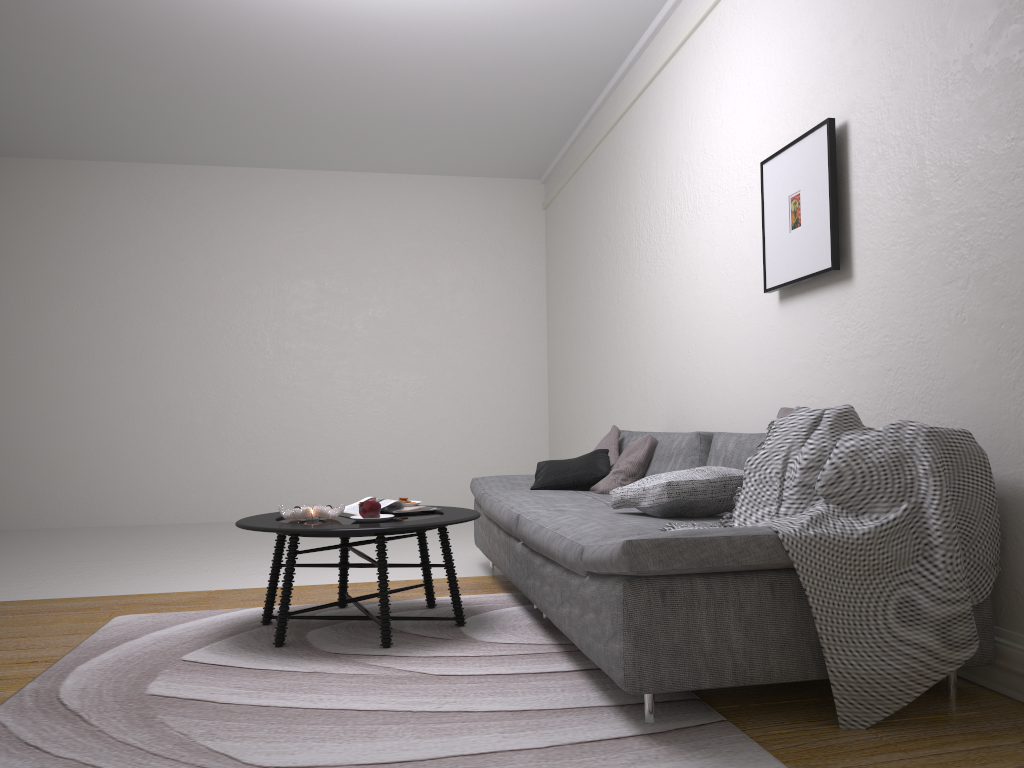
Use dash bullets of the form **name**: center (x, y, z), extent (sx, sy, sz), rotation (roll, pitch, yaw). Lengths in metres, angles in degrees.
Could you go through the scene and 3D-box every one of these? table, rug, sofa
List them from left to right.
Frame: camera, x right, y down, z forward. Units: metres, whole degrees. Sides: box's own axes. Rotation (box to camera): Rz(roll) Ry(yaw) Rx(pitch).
- **rug**: center (-0.414, 0.887, 2.183), extent (1.966, 0.008, 3.679), rotation (0, -3, -10)
- **table**: center (-0.594, 0.746, 3.502), extent (0.953, 0.449, 0.935), rotation (0, -3, -13)
- **sofa**: center (0.548, 0.588, 3.778), extent (1.111, 0.772, 3.034), rotation (0, -3, -10)

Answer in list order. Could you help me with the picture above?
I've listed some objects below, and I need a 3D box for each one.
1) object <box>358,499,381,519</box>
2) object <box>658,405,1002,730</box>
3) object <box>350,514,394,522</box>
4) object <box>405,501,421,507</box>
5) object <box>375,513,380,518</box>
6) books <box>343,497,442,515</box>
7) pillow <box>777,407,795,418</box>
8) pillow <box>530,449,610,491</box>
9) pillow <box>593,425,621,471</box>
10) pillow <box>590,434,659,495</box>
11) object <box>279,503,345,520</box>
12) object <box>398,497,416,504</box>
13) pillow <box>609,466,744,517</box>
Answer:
- **object**: center (-0.540, 0.481, 3.398), extent (0.109, 0.082, 0.090), rotation (-2, -3, 24)
- **object**: center (0.852, 0.489, 2.553), extent (0.866, 0.866, 0.632), rotation (-4, -4, 45)
- **object**: center (-0.537, 0.517, 3.408), extent (0.164, 0.015, 0.171), rotation (-3, -3, 34)
- **object**: center (-0.481, 0.527, 3.893), extent (0.170, 0.015, 0.165), rotation (1, -3, -29)
- **object**: center (-0.534, 0.506, 3.464), extent (0.036, 0.036, 0.044), rotation (-1, -3, -2)
- **books**: center (-0.531, 0.508, 3.739), extent (0.379, 0.048, 0.299), rotation (1, -3, -32)
- **pillow**: center (0.897, 0.266, 2.837), extent (0.244, 0.390, 0.423), rotation (0, -3, -10)
- **pillow**: center (0.314, 0.483, 4.678), extent (0.418, 0.268, 0.404), rotation (-1, -3, 9)
- **pillow**: center (0.466, 0.456, 4.965), extent (0.350, 0.448, 0.482), rotation (-1, -3, 10)
- **pillow**: center (0.554, 0.415, 4.543), extent (0.340, 0.318, 0.419), rotation (0, -3, -11)
- **object**: center (-0.786, 0.502, 3.487), extent (0.253, 0.062, 0.253), rotation (-1, -3, -3)
- **object**: center (-0.481, 0.515, 3.895), extent (0.117, 0.036, 0.122), rotation (-3, -4, 40)
- **pillow**: center (0.619, 0.398, 3.245), extent (0.412, 0.194, 0.398), rotation (0, -3, -24)
